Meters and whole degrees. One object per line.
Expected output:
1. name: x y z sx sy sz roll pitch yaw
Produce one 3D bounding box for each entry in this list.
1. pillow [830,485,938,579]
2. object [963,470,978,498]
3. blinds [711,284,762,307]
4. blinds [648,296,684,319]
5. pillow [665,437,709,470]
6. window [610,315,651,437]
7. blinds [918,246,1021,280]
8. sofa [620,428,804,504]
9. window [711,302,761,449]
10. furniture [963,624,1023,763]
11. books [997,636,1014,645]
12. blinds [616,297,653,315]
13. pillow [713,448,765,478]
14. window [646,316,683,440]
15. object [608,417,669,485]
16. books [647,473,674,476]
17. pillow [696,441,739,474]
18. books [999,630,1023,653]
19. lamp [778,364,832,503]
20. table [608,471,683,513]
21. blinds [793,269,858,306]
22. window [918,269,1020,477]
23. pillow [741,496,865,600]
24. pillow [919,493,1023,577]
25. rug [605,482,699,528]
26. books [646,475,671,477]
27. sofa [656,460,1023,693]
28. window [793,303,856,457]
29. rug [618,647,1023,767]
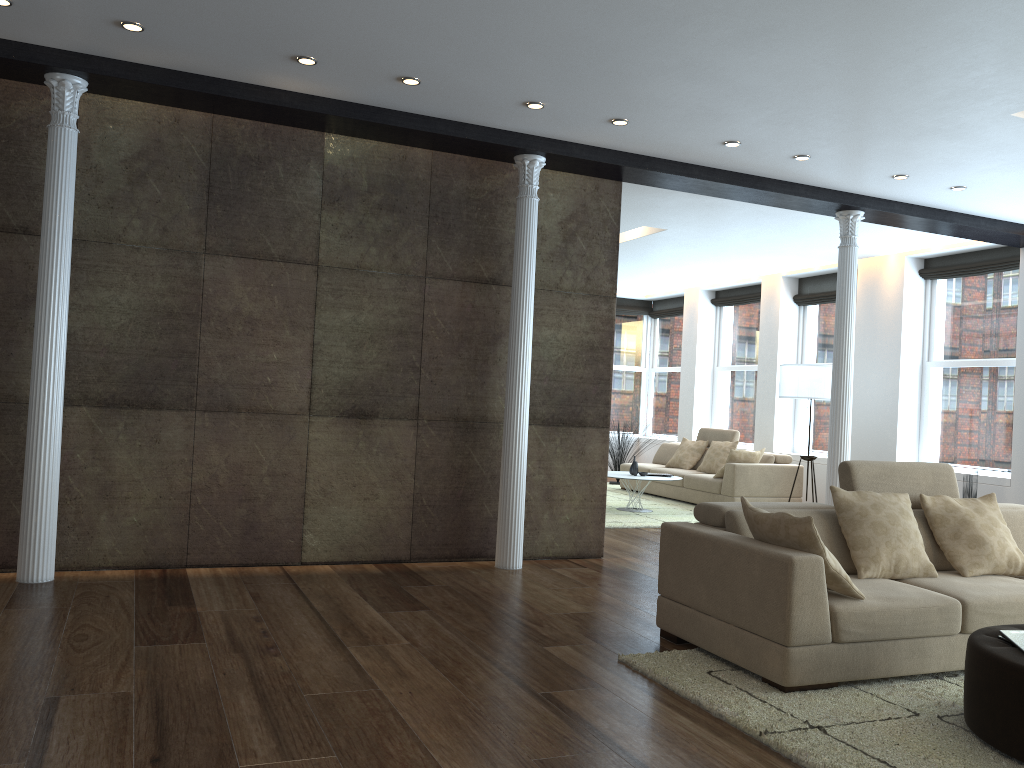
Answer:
1. pillow: 1.901 0.756 4.531 0.534 0.439 0.301 3 -1 -19
2. object: 4.115 1.152 7.984 0.458 0.781 0.458 3 -1 -24
3. blinds: 3.368 -1.284 12.838 0.156 0.275 1.442 3 -1 -23
4. blinds: 2.657 -1.264 14.509 0.156 0.327 1.377 3 -1 -23
5. pillow: 2.332 0.925 11.752 0.368 0.416 0.519 4 -1 -28
6. window: 1.660 -0.259 14.932 1.474 2.400 0.123 3 -1 -23
7. blinds: 4.877 -1.272 9.285 0.156 0.275 1.396 3 -1 -23
8. sofa: 2.471 1.045 11.409 1.018 0.950 2.581 3 -1 -23
9. window: 3.368 -0.209 12.844 0.123 2.400 1.444 3 -1 -23
10. furniture: 2.226 1.156 3.203 1.057 0.355 1.057 3 -1 -21
11. books: 1.997 0.967 3.277 0.219 0.031 0.300 3 -1 -8
12. blinds: 1.735 -1.314 14.866 1.442 0.312 0.155 3 -1 -23
13. pillow: 2.666 0.928 10.389 0.518 0.393 0.395 4 -1 -26
14. window: 5.883 0.714 22.576 34.761 17.917 13.698 3 -1 -23
15. object: 1.571 0.977 12.995 1.119 1.014 1.125 4 -1 -37
16. books: 1.656 1.025 10.053 0.300 0.010 0.220 3 -1 -8
17. pillow: 2.589 0.917 11.182 0.301 0.439 0.534 4 -1 -27
18. books: 1.972 0.959 3.283 0.220 0.040 0.301 3 -1 12
19. lamp: 3.273 0.663 9.771 0.698 1.728 0.698 3 -1 1
20. table: 1.381 1.219 9.930 1.022 0.393 1.022 3 -1 21
21. blinds: 4.065 -1.220 11.188 0.156 0.393 1.342 3 -1 -23
22. window: 4.878 -0.196 9.289 0.123 2.400 1.391 3 -1 -23
23. pillow: 1.294 0.736 4.014 0.395 0.393 0.518 3 -1 -20
24. pillow: 2.479 0.801 4.763 0.519 0.416 0.368 3 -1 -18
25. rug: 1.276 1.438 10.923 2.972 0.020 4.231 3 -1 -23
26. books: 1.650 1.034 10.028 0.300 0.010 0.220 3 -1 12
27. sofa: 2.133 0.899 4.615 2.581 0.950 1.021 3 -1 -23
28. window: 4.070 -0.203 11.192 0.123 2.400 1.345 3 -1 -23
29. rug: 3.017 1.391 3.565 4.231 0.020 2.972 3 -1 -23
